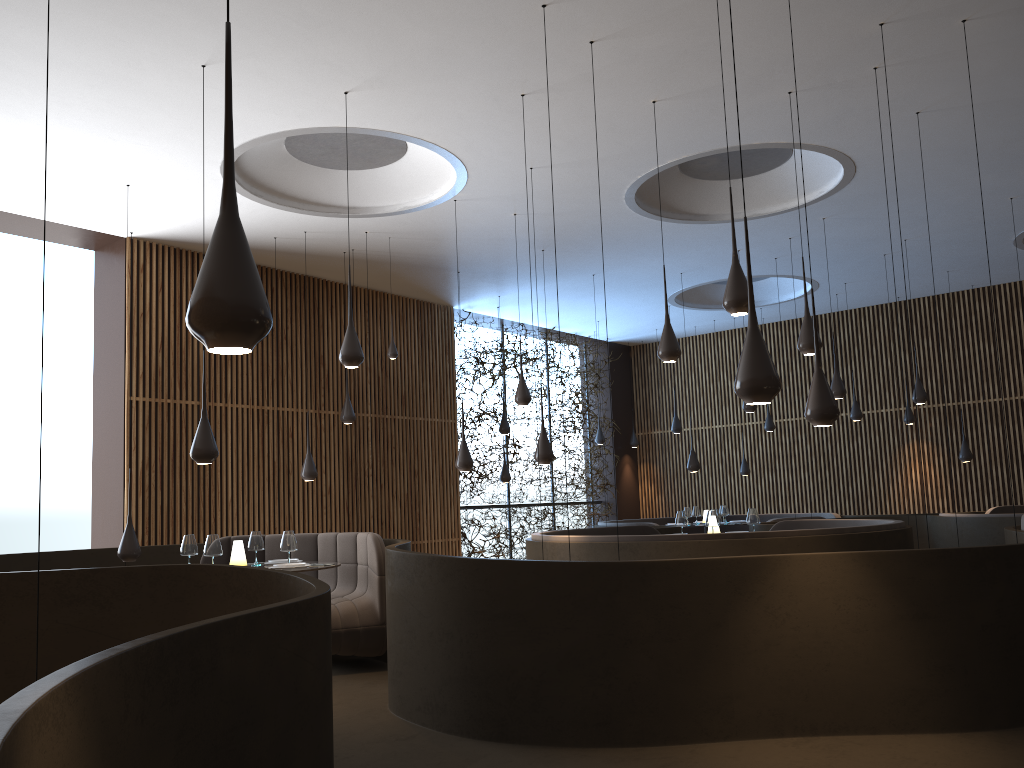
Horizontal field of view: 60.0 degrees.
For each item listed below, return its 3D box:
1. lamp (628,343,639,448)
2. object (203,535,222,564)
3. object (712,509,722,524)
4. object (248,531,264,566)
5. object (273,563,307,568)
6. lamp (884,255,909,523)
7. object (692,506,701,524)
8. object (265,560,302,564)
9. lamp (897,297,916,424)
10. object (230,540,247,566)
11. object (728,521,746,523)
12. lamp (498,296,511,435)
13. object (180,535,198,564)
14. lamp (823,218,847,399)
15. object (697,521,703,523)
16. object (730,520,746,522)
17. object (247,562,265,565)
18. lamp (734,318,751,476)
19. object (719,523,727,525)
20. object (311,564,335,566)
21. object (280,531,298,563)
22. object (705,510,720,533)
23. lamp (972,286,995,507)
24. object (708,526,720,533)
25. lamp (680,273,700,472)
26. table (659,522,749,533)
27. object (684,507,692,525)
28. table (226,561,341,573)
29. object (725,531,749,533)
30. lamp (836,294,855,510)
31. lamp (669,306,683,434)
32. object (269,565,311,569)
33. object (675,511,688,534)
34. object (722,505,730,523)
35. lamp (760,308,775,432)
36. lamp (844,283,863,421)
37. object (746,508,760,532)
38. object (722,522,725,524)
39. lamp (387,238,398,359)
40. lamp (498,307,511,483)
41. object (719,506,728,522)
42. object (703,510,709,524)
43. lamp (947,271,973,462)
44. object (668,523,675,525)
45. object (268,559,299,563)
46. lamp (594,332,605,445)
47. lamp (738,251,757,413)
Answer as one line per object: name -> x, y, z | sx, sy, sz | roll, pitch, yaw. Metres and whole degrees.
lamp -> 2.519, 0.228, 18.703 | 0.196, 2.217, 0.196 | 1, -7, -26
object -> -2.371, 1.344, 7.028 | 0.142, 0.294, 0.142 | -7, -8, 36
object -> 2.293, 1.561, 9.988 | 0.142, 0.294, 0.142 | 1, -8, -30
object -> -2.248, 1.444, 7.784 | 0.142, 0.294, 0.142 | -3, -7, 6
object -> -1.789, 1.464, 7.139 | 0.263, 0.029, 0.264 | -5, -8, 15
lamp -> 5.445, 1.264, 12.301 | 0.196, 6.258, 0.196 | 2, -8, -36
object -> 3.107, 2.211, 14.936 | 0.142, 0.294, 0.142 | -8, -8, 39
object -> -2.020, 1.580, 7.839 | 0.332, 0.014, 0.332 | -7, -9, 30
lamp -> 6.787, -0.411, 15.347 | 0.196, 2.217, 0.196 | -5, -7, 24
object -> -2.275, 1.418, 7.366 | 0.142, 0.231, 0.145 | 2, -8, -30
object -> 3.723, 2.279, 14.614 | 0.332, 0.014, 0.332 | -6, -9, 24
lamp -> -0.159, -0.301, 14.077 | 0.196, 2.217, 0.196 | -1, -7, -16
object -> -2.686, 1.405, 7.378 | 0.142, 0.294, 0.142 | -4, -7, 12
lamp -> 3.867, -0.926, 10.746 | 0.196, 2.217, 0.196 | -1, -7, -16
object -> 3.254, 2.357, 15.107 | 0.263, 0.029, 0.263 | -7, -9, 30
object -> 3.723, 2.270, 14.615 | 0.263, 0.029, 0.263 | -6, -9, 27
object -> -2.271, 1.620, 8.004 | 0.126, 0.017, 0.262 | -7, -9, 30
lamp -> 4.251, 0.227, 16.543 | 0.196, 2.952, 0.196 | -5, -7, 24
object -> 3.243, 2.219, 14.037 | 0.332, 0.014, 0.332 | -6, -9, 25
object -> -1.614, 1.507, 7.383 | 0.262, 0.017, 0.127 | -7, -9, 31
object -> -1.857, 1.371, 7.375 | 0.142, 0.294, 0.142 | -8, -9, 41
object -> 2.078, 1.460, 9.191 | 0.142, 0.294, 0.142 | -2, -7, 0
lamp -> 7.819, 1.465, 14.462 | 0.196, 6.258, 0.196 | 2, -8, -36
object -> 2.181, 1.542, 9.592 | 0.144, 0.231, 0.142 | 2, -8, -35
lamp -> 2.586, -0.186, 13.057 | 0.196, 2.952, 0.196 | -7, -8, 34
table -> 3.229, 2.812, 14.523 | 1.672, 1.021, 1.677 | -2, -7, 0
object -> 2.845, 2.144, 14.376 | 0.142, 0.294, 0.142 | -7, -8, 33
table -> -2.249, 2.040, 7.297 | 1.674, 1.021, 1.675 | -7, -9, 30
object -> 2.531, 1.676, 9.965 | 0.263, 0.029, 0.263 | -8, -9, 34
lamp -> 5.633, 1.585, 14.683 | 0.196, 6.258, 0.196 | 2, -8, -36
lamp -> 2.777, -0.255, 15.284 | 0.196, 2.217, 0.196 | -5, -7, 24
object -> -1.789, 1.473, 7.138 | 0.332, 0.014, 0.333 | -4, -8, 9
object -> 1.871, 1.549, 9.771 | 0.142, 0.294, 0.142 | -3, -7, 5
object -> 3.559, 2.173, 14.798 | 0.142, 0.294, 0.142 | -1, -7, -8
lamp -> 4.511, -0.258, 15.777 | 0.196, 2.217, 0.196 | -5, -7, 24
lamp -> 5.414, -0.519, 14.156 | 0.196, 2.217, 0.196 | -5, -7, 24
object -> 2.576, 1.478, 9.465 | 0.142, 0.294, 0.142 | -3, -7, 10
object -> 3.242, 2.210, 14.038 | 0.263, 0.029, 0.263 | -10, -11, 44
lamp -> -1.477, -1.054, 10.840 | 0.133, 1.504, 0.133 | -7, -8, 34
lamp -> -0.167, 0.167, 14.789 | 0.196, 2.952, 0.196 | -1, -7, -16
object -> 3.392, 2.101, 14.226 | 0.142, 0.294, 0.142 | -6, -8, 31
object -> 3.204, 2.190, 14.592 | 0.142, 0.231, 0.145 | -5, -7, 19
lamp -> 6.836, -0.283, 13.617 | 0.196, 2.952, 0.196 | -5, -7, 24
object -> 2.681, 2.299, 14.520 | 0.263, 0.029, 0.264 | 0, -8, -15
object -> -2.020, 1.570, 7.840 | 0.263, 0.029, 0.264 | -3, -8, 4
lamp -> 1.671, 0.073, 17.333 | 0.196, 2.217, 0.196 | 1, -7, -26
lamp -> 3.145, -0.720, 12.000 | 0.196, 2.217, 0.196 | -1, -7, -16
